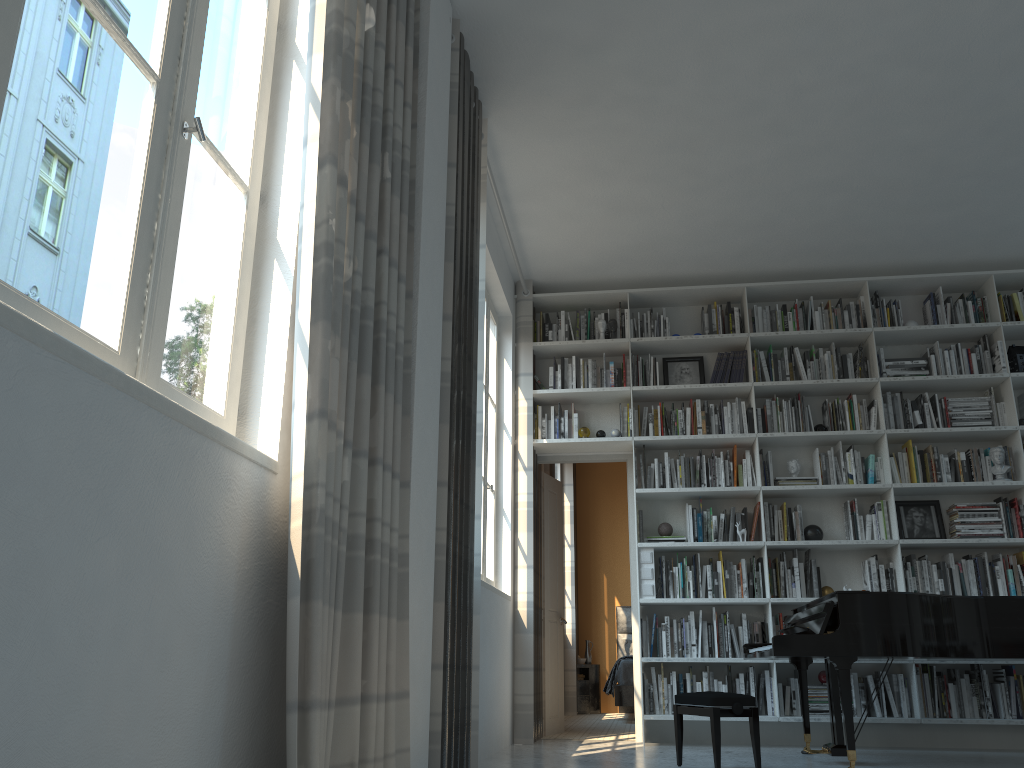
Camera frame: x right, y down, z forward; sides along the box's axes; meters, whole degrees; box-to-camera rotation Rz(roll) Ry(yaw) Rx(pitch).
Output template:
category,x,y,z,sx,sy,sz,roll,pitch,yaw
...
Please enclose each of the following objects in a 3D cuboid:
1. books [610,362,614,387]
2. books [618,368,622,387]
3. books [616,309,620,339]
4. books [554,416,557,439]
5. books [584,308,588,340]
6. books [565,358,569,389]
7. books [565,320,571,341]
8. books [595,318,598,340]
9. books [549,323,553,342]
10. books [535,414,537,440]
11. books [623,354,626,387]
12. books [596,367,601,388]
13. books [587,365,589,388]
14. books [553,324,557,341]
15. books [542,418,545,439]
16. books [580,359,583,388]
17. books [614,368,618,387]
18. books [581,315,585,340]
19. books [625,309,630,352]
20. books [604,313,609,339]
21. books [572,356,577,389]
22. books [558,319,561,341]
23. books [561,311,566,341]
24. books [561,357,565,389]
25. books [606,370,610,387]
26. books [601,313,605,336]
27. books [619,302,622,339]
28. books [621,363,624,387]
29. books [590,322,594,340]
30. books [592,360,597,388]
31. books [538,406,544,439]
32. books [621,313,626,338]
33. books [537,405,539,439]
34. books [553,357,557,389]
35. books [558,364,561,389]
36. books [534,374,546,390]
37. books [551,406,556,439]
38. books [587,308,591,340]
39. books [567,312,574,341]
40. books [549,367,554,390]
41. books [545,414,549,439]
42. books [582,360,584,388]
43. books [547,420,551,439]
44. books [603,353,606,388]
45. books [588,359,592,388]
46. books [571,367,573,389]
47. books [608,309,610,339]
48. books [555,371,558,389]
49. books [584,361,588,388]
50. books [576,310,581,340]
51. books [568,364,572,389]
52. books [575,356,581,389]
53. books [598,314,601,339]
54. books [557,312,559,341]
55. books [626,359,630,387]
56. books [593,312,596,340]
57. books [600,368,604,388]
category,x,y,z,sx,sy,sz,roll,pitch,yaw
books,0.738,-0.025,6.521,0.029,0.228,0.192,-2,-18,8
books,0.796,-0.003,6.520,0.026,0.187,0.155,-2,-18,8
books,0.800,-0.399,6.645,0.022,0.285,0.176,-2,-18,8
books,0.329,0.356,6.497,0.023,0.213,0.141,-2,-18,8
books,0.559,-0.400,6.677,0.014,0.303,0.146,-2,-18,8
books,0.411,-0.034,6.595,0.028,0.287,0.133,-2,-18,8
books,0.419,-0.352,6.668,0.030,0.205,0.176,-2,-18,8
books,0.642,-0.364,6.660,0.021,0.225,0.157,-2,-18,8
books,0.299,-0.338,6.683,0.028,0.186,0.182,-2,-18,8
books,0.183,0.350,6.494,0.013,0.221,0.163,-2,-18,8
books,0.830,-0.055,6.533,0.014,0.293,0.173,-2,-18,8
books,0.642,-0.007,6.553,0.028,0.211,0.139,-2,-18,8
books,0.569,-0.009,6.578,0.011,0.230,0.135,-2,-18,8
books,0.332,-0.336,6.704,0.031,0.195,0.145,-2,-18,8
books,0.240,0.362,6.490,0.029,0.196,0.161,-2,-18,8
books,0.521,-0.034,6.562,0.013,0.268,0.162,-2,-18,8
books,0.771,-0.002,6.539,0.029,0.195,0.147,-2,-18,8
books,0.539,-0.372,6.686,0.030,0.256,0.130,-2,-18,8
books,0.856,-0.396,6.598,0.024,0.251,0.235,-2,-18,8
books,0.711,-0.384,6.649,0.027,0.258,0.147,-2,-18,8
books,0.466,-0.044,6.561,0.021,0.285,0.179,-2,-18,8
books,0.368,-0.354,6.697,0.024,0.226,0.158,-2,-18,8
books,0.392,-0.385,6.692,0.028,0.282,0.190,-2,-18,8
books,0.383,-0.038,6.576,0.023,0.281,0.186,-2,-18,8
books,0.711,0.005,6.538,0.031,0.182,0.151,-2,-18,8
books,0.687,-0.380,6.654,0.021,0.252,0.179,-2,-18,8
books,0.817,-0.426,6.645,0.014,0.336,0.168,-2,-18,8
books,0.818,-0.023,6.538,0.014,0.235,0.144,-2,-18,8
books,0.606,-0.346,6.653,0.024,0.186,0.160,-2,-18,8
books,0.611,-0.030,6.545,0.030,0.250,0.166,-2,-18,8
books,0.214,0.320,6.498,0.023,0.280,0.171,-2,-18,8
books,0.837,-0.387,6.637,0.025,0.258,0.139,-2,-18,8
books,0.199,0.318,6.525,0.013,0.302,0.135,-2,-18,8
books,0.323,-0.036,6.605,0.011,0.295,0.163,-2,-18,8
books,0.361,-0.010,6.576,0.022,0.227,0.172,-2,-18,8
books,0.224,0.027,6.608,0.121,0.175,0.130,-2,-18,8
books,0.304,0.320,6.494,0.022,0.280,0.157,-2,-18,8
books,0.582,-0.402,6.686,0.029,0.313,0.129,-2,-18,8
books,0.452,-0.382,6.666,0.057,0.262,0.191,-2,-18,8
books,0.299,0.002,6.594,0.034,0.217,0.167,-2,-18,8
books,0.258,0.348,6.483,0.010,0.219,0.182,-2,-18,8
books,0.533,-0.025,6.557,0.012,0.248,0.192,-2,-18,8
books,0.281,0.372,6.499,0.029,0.184,0.135,-2,-18,8
books,0.688,-0.057,6.544,0.012,0.302,0.189,-2,-18,8
books,0.583,-0.033,6.551,0.025,0.260,0.167,-2,-18,8
books,0.452,-0.001,6.567,0.010,0.208,0.165,-2,-18,8
books,0.733,-0.397,6.663,0.013,0.291,0.155,-2,-18,8
books,0.342,0.016,6.598,0.024,0.191,0.138,-2,-18,8
books,0.549,-0.023,6.555,0.021,0.243,0.174,-2,-18,8
books,0.502,-0.389,6.677,0.039,0.281,0.182,-2,-18,8
books,0.437,-0.012,6.584,0.024,0.238,0.156,-2,-18,8
books,0.497,-0.041,6.577,0.037,0.291,0.156,-2,-18,8
books,0.663,-0.377,6.647,0.025,0.243,0.168,-2,-18,8
books,0.350,-0.382,6.699,0.010,0.280,0.161,-2,-18,8
books,0.857,-0.039,6.541,0.037,0.267,0.113,-2,-18,8
books,0.625,-0.386,6.670,0.013,0.274,0.159,-2,-18,8
books,0.671,0.002,6.555,0.029,0.197,0.144,-2,-18,8
